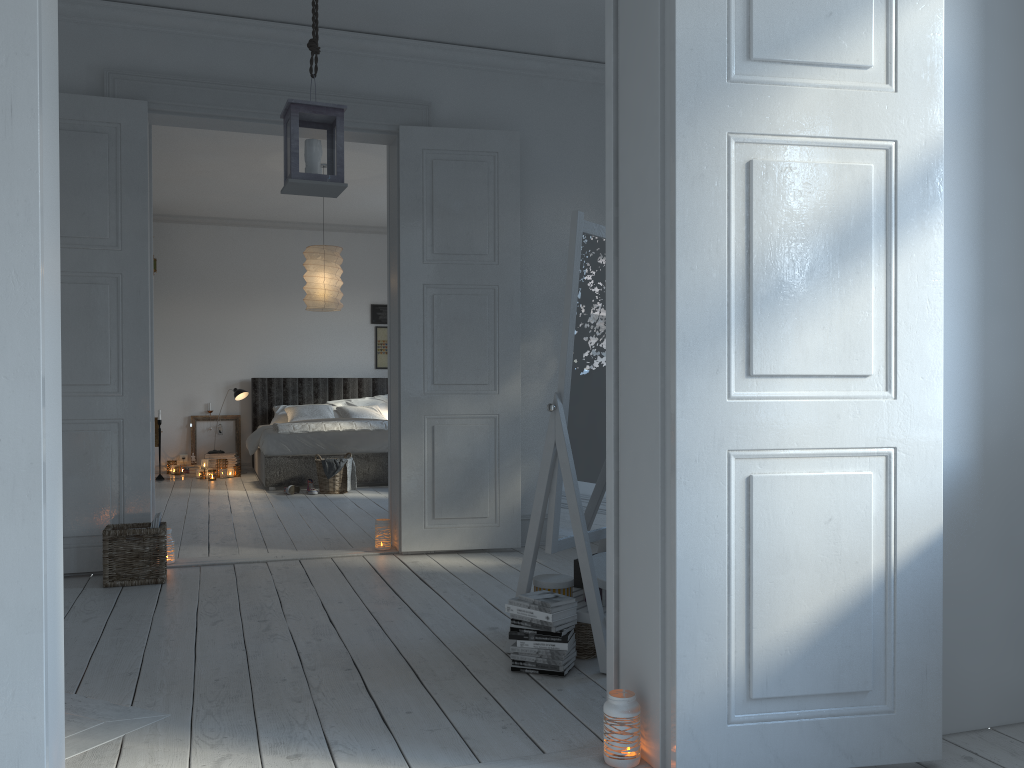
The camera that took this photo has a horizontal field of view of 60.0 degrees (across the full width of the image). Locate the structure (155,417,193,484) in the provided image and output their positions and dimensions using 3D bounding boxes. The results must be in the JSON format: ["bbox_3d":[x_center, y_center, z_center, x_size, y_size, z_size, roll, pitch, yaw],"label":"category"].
[{"bbox_3d":[-3.970,-0.359,9.064,1.248,2.836,0.800,0,1,26],"label":"structure"}]

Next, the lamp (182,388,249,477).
[{"bbox_3d":[-3.218,0.511,9.553,0.825,0.936,0.450,0,1,-1],"label":"lamp"}]

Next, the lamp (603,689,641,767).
[{"bbox_3d":[0.265,0.827,2.133,0.089,0.166,0.089,0,1,-20],"label":"lamp"}]

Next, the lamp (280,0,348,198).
[{"bbox_3d":[-0.796,-1.655,3.532,0.228,1.762,0.228,0,1,-22],"label":"lamp"}]

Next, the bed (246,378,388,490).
[{"bbox_3d":[-1.778,0.446,9.221,1.888,1.047,2.176,0,0,-19],"label":"bed"}]

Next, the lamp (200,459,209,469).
[{"bbox_3d":[-3.175,0.827,9.158,0.080,0.098,0.080,0,0,24],"label":"lamp"}]

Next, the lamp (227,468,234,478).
[{"bbox_3d":[-2.939,0.926,9.251,0.080,0.098,0.080,0,0,15],"label":"lamp"}]

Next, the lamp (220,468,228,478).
[{"bbox_3d":[-2.984,0.925,9.177,0.080,0.098,0.080,0,0,15],"label":"lamp"}]

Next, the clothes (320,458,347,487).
[{"bbox_3d":[-1.561,0.784,7.787,0.246,0.270,0.297,0,0,-18],"label":"clothes"}]

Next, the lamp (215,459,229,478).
[{"bbox_3d":[-3.033,0.881,9.278,0.117,0.188,0.121,0,0,24],"label":"lamp"}]

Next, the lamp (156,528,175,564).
[{"bbox_3d":[-1.804,0.844,4.612,0.093,0.180,0.093,-1,1,-36],"label":"lamp"}]

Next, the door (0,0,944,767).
[{"bbox_3d":[-0.296,-0.328,1.953,2.598,2.506,0.577,0,1,-19],"label":"door"}]

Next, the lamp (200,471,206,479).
[{"bbox_3d":[-3.158,0.935,9.057,0.067,0.078,0.070,0,0,23],"label":"lamp"}]

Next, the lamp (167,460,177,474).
[{"bbox_3d":[-3.720,0.910,9.697,0.107,0.141,0.107,0,0,44],"label":"lamp"}]

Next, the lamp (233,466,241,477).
[{"bbox_3d":[-2.896,0.922,9.337,0.080,0.107,0.080,0,0,44],"label":"lamp"}]

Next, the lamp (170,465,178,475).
[{"bbox_3d":[-3.662,0.930,9.616,0.080,0.098,0.080,0,0,42],"label":"lamp"}]

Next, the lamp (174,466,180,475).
[{"bbox_3d":[-3.596,0.933,9.522,0.063,0.091,0.073,0,0,14],"label":"lamp"}]

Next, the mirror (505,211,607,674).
[{"bbox_3d":[0.302,0.178,3.140,0.417,1.489,0.610,0,1,36],"label":"mirror"}]

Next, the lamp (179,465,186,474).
[{"bbox_3d":[-3.572,0.930,9.625,0.080,0.098,0.080,0,0,42],"label":"lamp"}]

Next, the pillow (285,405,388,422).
[{"bbox_3d":[-1.887,0.338,9.636,1.146,0.225,0.415,0,0,-26],"label":"pillow"}]

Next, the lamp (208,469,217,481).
[{"bbox_3d":[-3.029,0.920,8.959,0.081,0.106,0.081,0,0,-42],"label":"lamp"}]

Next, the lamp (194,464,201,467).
[{"bbox_3d":[-3.427,0.930,9.667,0.080,0.098,0.080,0,0,27],"label":"lamp"}]

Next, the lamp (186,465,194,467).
[{"bbox_3d":[-3.487,0.929,9.601,0.080,0.098,0.080,0,0,42],"label":"lamp"}]

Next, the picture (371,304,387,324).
[{"bbox_3d":[-1.485,-0.825,10.507,0.365,0.232,0.020,0,1,-19],"label":"picture"}]

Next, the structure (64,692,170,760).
[{"bbox_3d":[-1.591,-0.403,2.083,0.800,2.828,1.247,0,1,26],"label":"structure"}]

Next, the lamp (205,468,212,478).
[{"bbox_3d":[-3.133,0.926,9.168,0.080,0.098,0.080,0,0,15],"label":"lamp"}]

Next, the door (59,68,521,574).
[{"bbox_3d":[-1.271,-0.308,4.806,2.598,2.506,0.577,0,1,-19],"label":"door"}]

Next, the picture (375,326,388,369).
[{"bbox_3d":[-1.531,-0.430,10.495,0.165,0.504,0.020,0,1,-19],"label":"picture"}]

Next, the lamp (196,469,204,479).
[{"bbox_3d":[-3.220,0.926,9.144,0.080,0.098,0.080,0,0,15],"label":"lamp"}]

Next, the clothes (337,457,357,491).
[{"bbox_3d":[-1.545,0.798,7.832,0.283,0.288,0.235,0,0,20],"label":"clothes"}]

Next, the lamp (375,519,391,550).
[{"bbox_3d":[-0.726,0.847,4.992,0.089,0.166,0.089,0,1,-26],"label":"lamp"}]

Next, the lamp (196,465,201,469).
[{"bbox_3d":[-3.357,0.929,9.554,0.080,0.098,0.080,0,0,42],"label":"lamp"}]

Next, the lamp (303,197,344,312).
[{"bbox_3d":[-1.606,-1.244,7.533,0.338,1.231,0.340,0,1,12],"label":"lamp"}]
